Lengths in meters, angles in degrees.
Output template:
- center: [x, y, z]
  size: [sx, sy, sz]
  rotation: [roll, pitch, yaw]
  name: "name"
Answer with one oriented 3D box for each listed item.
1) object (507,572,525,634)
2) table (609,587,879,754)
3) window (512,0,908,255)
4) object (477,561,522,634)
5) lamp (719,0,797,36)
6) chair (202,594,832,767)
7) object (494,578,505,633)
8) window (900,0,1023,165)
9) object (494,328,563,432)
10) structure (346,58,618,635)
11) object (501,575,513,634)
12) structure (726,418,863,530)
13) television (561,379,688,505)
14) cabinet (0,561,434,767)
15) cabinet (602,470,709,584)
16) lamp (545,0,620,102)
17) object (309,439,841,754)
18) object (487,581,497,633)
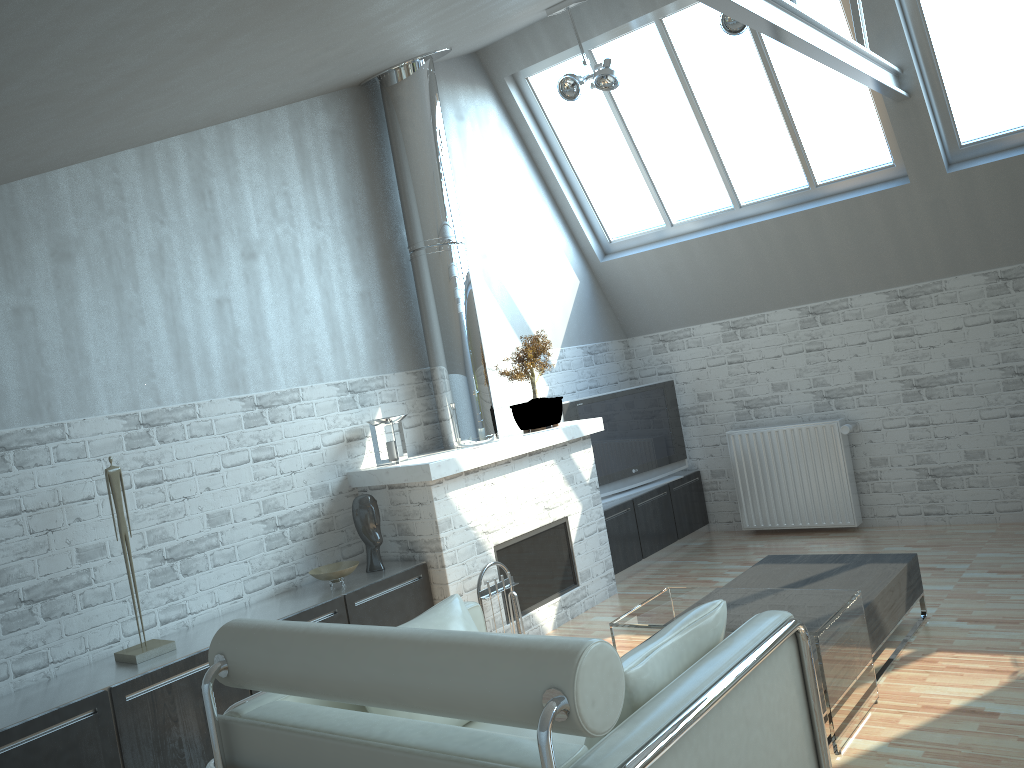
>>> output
- center: [0.038, 2.421, 9.393]
  size: [0.155, 0.873, 0.026]
  rotation: [-10, 1, 40]
  name: "object"
- center: [1.841, 2.212, 7.114]
  size: [1.726, 0.867, 1.015]
  rotation: [-10, 1, 38]
  name: "table"
- center: [2.578, -3.648, 12.095]
  size: [4.651, 2.787, 1.897]
  rotation: [-10, 1, 38]
  name: "window"
- center: [-0.129, 2.426, 9.320]
  size: [0.412, 1.124, 0.584]
  rotation: [-10, 1, 38]
  name: "object"
- center: [2.517, -4.422, 9.500]
  size: [0.808, 1.172, 0.619]
  rotation: [-9, 1, 42]
  name: "lamp"
- center: [0.059, 1.993, 4.618]
  size: [2.507, 2.001, 2.201]
  rotation: [-10, 1, 38]
  name: "chair"
- center: [-0.041, 2.467, 9.193]
  size: [0.145, 0.932, 0.065]
  rotation: [-10, 1, 20]
  name: "object"
- center: [6.511, -4.309, 8.948]
  size: [4.651, 2.787, 1.897]
  rotation: [-10, 1, 38]
  name: "window"
- center: [0.191, -0.038, 11.195]
  size: [0.572, 1.265, 1.115]
  rotation: [-9, 1, 42]
  name: "object"
- center: [-0.564, -0.578, 10.629]
  size: [1.309, 7.180, 3.302]
  rotation: [-10, 1, 38]
  name: "structure"
- center: [-0.032, 2.425, 9.304]
  size: [0.025, 0.855, 0.025]
  rotation: [-10, 1, -30]
  name: "object"
- center: [4.204, 1.349, 13.067]
  size: [1.892, 1.524, 0.508]
  rotation: [-10, 1, 38]
  name: "structure"
- center: [1.654, 0.849, 13.258]
  size: [2.577, 1.514, 0.592]
  rotation: [-10, 1, -42]
  name: "television"
- center: [-2.519, 2.788, 7.721]
  size: [0.914, 1.270, 4.572]
  rotation: [-10, 1, 38]
  name: "cabinet"
- center: [1.768, 2.115, 13.239]
  size: [0.908, 1.016, 3.234]
  rotation: [-10, 1, 38]
  name: "cabinet"
- center: [0.805, -4.135, 10.869]
  size: [0.808, 1.172, 0.619]
  rotation: [-9, 1, 42]
  name: "lamp"
- center: [0.293, 1.640, 7.831]
  size: [4.859, 2.558, 1.528]
  rotation: [-10, 1, 37]
  name: "object"
- center: [-0.126, 2.474, 9.078]
  size: [0.146, 0.916, 0.131]
  rotation: [-10, 1, 38]
  name: "object"
